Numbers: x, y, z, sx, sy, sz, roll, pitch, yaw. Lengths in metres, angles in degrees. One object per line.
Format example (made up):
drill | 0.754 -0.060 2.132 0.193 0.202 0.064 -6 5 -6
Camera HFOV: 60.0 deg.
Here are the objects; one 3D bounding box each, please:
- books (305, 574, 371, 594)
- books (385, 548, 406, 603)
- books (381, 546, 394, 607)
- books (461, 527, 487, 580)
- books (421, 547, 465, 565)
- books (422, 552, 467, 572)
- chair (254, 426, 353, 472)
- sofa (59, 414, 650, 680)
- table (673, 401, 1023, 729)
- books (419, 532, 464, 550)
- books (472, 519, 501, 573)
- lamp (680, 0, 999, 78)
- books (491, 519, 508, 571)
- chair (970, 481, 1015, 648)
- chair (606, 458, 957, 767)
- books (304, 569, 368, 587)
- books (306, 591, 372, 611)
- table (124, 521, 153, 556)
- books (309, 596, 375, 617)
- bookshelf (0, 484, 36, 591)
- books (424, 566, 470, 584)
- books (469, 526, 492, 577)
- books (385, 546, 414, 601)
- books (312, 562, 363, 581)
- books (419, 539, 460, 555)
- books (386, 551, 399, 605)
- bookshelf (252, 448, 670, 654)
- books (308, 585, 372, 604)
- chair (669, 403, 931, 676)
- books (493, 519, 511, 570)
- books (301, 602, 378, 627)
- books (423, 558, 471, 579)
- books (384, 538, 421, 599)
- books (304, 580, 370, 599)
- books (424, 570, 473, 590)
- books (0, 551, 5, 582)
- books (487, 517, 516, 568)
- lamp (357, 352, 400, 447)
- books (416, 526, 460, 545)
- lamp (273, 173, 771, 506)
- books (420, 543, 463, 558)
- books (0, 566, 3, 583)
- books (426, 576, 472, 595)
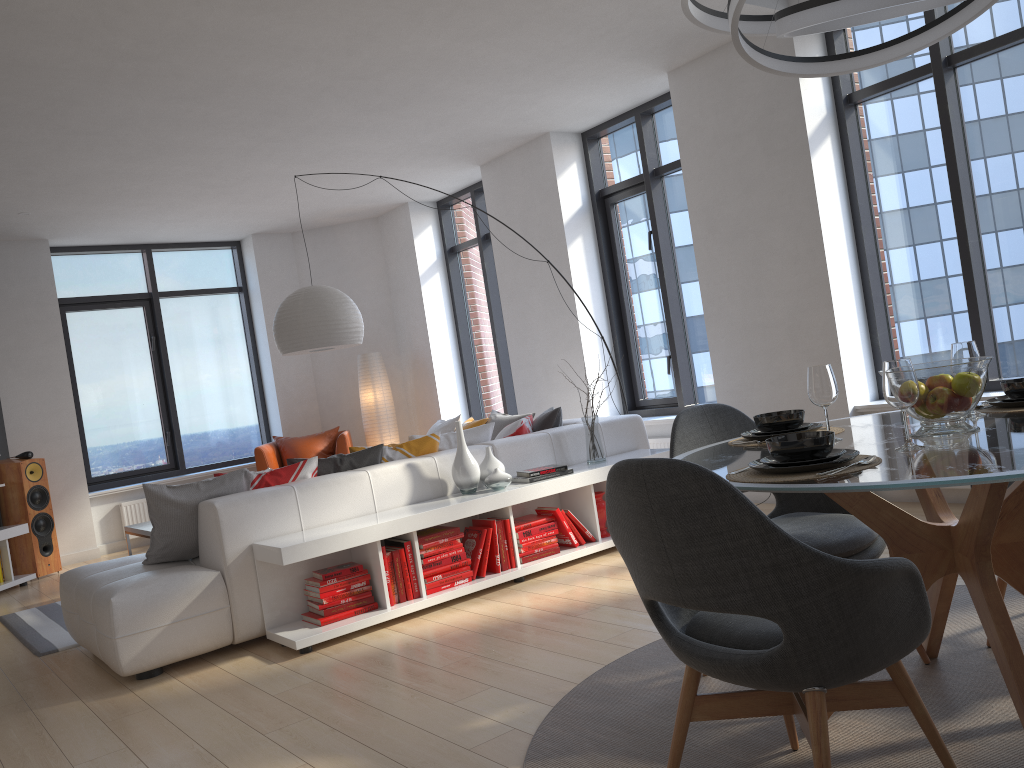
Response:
books | -0.847 0.962 4.311 0.269 0.028 0.179 -9 1 -35
books | -0.612 0.953 4.432 0.034 0.259 0.207 -9 1 -37
books | -0.667 0.945 4.389 0.036 0.294 0.208 -9 1 -37
books | -0.221 0.896 4.702 0.144 0.247 0.188 -9 1 -36
books | -0.406 0.883 4.585 0.261 0.027 0.191 -9 1 -41
books | -0.409 0.916 4.600 0.279 0.039 0.206 -9 1 -36
chair | -1.990 0.895 8.806 0.896 0.858 0.843 -9 1 -5
sofa | -1.163 0.864 5.885 3.424 0.732 2.614 -9 1 -37
table | 1.210 0.507 2.383 1.499 0.764 1.499 -8 1 43
books | -0.408 0.808 4.587 0.266 0.026 0.187 -9 1 -42
books | -0.137 0.867 4.758 0.046 0.282 0.199 -9 1 -37
lamp | 0.642 -3.149 2.337 1.000 4.513 1.000 -9 1 -35
books | -0.115 0.868 4.794 0.038 0.270 0.215 -9 1 -37
chair | 1.834 0.351 2.817 0.619 0.891 0.655 -9 1 -35
chair | 0.574 0.553 1.973 0.619 0.891 0.655 -9 1 -35
books | -0.854 0.937 4.312 0.254 0.025 0.178 -9 1 -37
books | -0.838 1.040 4.301 0.266 0.026 0.187 -9 1 -31
table | -2.018 1.130 6.303 1.091 0.435 1.091 -9 1 -37
books | -0.831 1.069 4.313 0.259 0.034 0.206 -9 1 -34
bookshelf | -4.524 0.713 5.884 0.455 2.052 3.000 -9 1 8
books | -0.376 0.975 4.572 0.266 0.026 0.187 -9 1 -37
books | -0.184 0.890 4.721 0.115 0.245 0.192 -9 1 -37
books | -0.576 0.947 4.447 0.042 0.259 0.195 -9 1 -37
books | -0.847 0.909 4.309 0.206 0.029 0.152 -9 1 -31
books | -0.424 0.836 4.582 0.257 0.025 0.182 -9 1 -37
books | -0.638 0.958 4.412 0.031 0.255 0.181 -9 1 -37
bookshelf | -0.063 0.823 4.850 2.600 0.500 0.356 -9 1 -37
books | -0.838 1.014 4.312 0.257 0.025 0.182 -9 1 -37
chair | 0.884 0.496 2.912 0.655 0.891 0.619 -9 1 -30
books | -0.085 0.866 4.805 0.028 0.266 0.188 -9 1 -37
books | -0.834 1.103 4.298 0.301 0.032 0.227 -9 1 -37
books | -0.398 0.950 4.603 0.301 0.032 0.227 -9 1 -37
books | -0.554 0.927 4.472 0.049 0.291 0.214 -9 1 -37
books | -0.855 0.991 4.323 0.261 0.028 0.191 -9 1 -37
books | -0.368 1.002 4.570 0.282 0.030 0.188 -9 1 -35
books | -4.211 1.472 7.154 0.213 0.270 0.025 -9 1 8
books | -0.055 0.859 4.809 0.028 0.269 0.181 -9 1 -37
lamp | -1.170 0.419 9.110 0.804 1.550 0.502 -9 1 14
books | -0.432 0.782 4.583 0.259 0.034 0.206 -9 1 -40
lamp | 0.028 -0.289 6.034 3.199 2.647 0.710 -9 1 -1
books | -0.400 0.856 4.586 0.236 0.023 0.178 -9 1 -37
books | -4.206 1.472 7.126 0.204 0.270 0.029 -9 1 8
books | -0.376 1.032 4.583 0.274 0.029 0.200 -9 1 -37
